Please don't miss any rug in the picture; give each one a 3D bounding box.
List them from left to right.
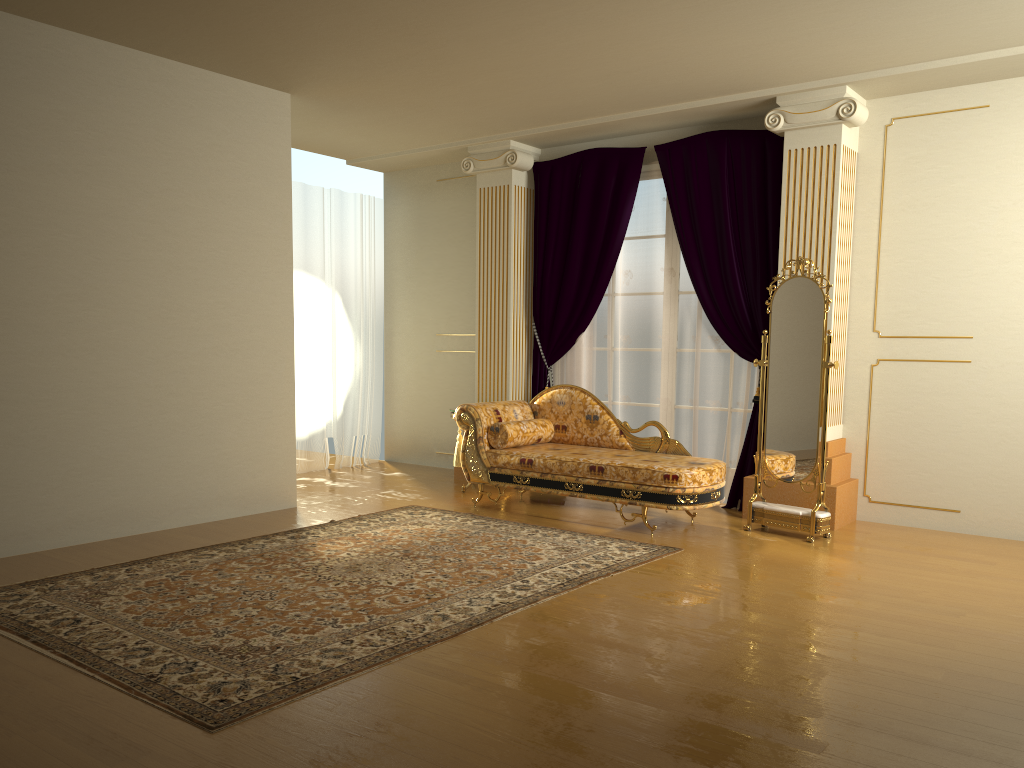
[{"bbox_3d":[-0.790,0.939,4.452,2.111,0.017,3.068,3,3,37],"label":"rug"}]

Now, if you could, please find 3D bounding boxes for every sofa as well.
[{"bbox_3d":[0.508,0.459,5.974,1.888,0.877,0.691,3,6,37],"label":"sofa"}]

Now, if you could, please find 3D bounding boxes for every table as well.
[{"bbox_3d":[-0.212,0.521,7.031,0.571,0.647,0.567,0,5,-8],"label":"table"}]

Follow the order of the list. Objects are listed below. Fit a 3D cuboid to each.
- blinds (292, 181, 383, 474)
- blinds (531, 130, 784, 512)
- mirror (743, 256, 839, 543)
[{"bbox_3d":[-1.860,-0.462,7.608,0.163,2.523,2.158,6,7,39],"label":"blinds"},{"bbox_3d":[1.050,-0.457,6.677,2.229,2.672,0.338,5,7,38],"label":"blinds"},{"bbox_3d":[1.714,0.084,5.393,0.242,1.712,0.539,-5,9,-42],"label":"mirror"}]
